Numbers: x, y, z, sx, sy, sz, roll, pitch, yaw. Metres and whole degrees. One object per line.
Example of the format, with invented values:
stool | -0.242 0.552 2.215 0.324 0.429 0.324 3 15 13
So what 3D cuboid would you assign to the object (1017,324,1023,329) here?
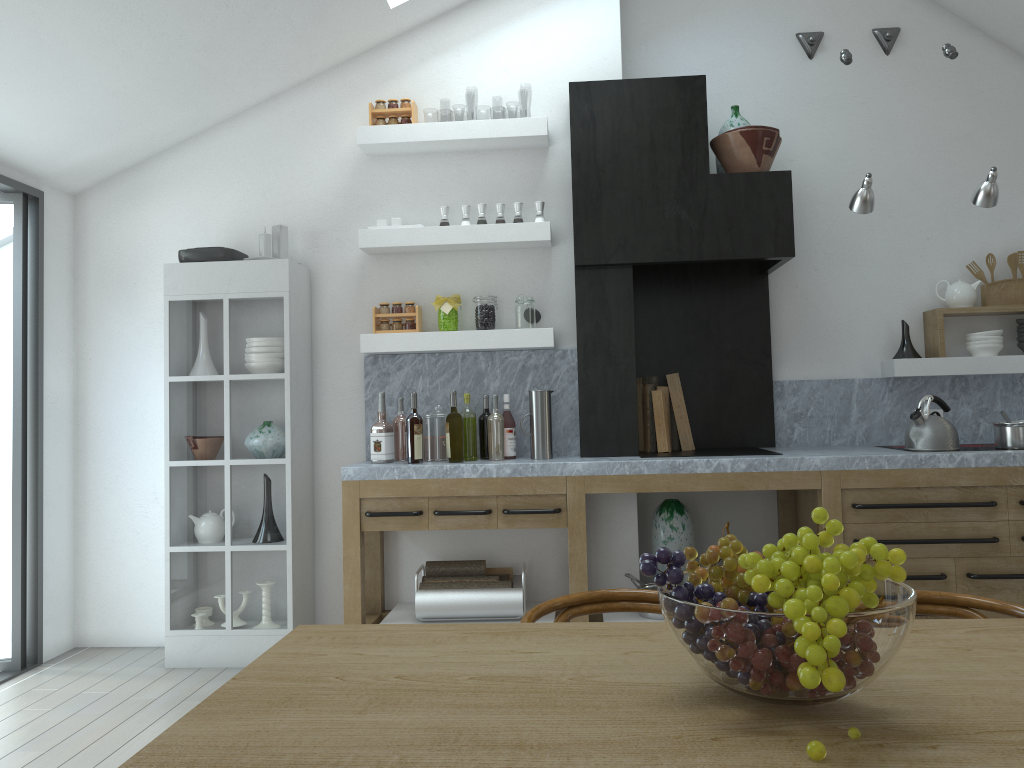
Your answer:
object | 2.844 -0.290 4.786 0.205 0.084 0.205 -3 -2 32

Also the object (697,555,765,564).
object | 1.188 1.012 4.800 0.455 0.197 0.268 -3 -2 39

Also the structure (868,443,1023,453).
structure | 2.245 0.334 4.379 0.737 0.041 0.646 -2 -1 4

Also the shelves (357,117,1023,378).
shelves | 1.985 -0.719 4.747 5.549 1.364 0.479 -2 -3 -1

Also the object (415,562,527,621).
object | -0.195 1.014 4.351 0.527 0.232 0.428 -2 -2 2

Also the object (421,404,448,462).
object | -0.370 0.247 4.502 0.184 0.287 0.183 -3 -3 28

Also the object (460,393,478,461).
object | -0.221 0.217 4.424 0.092 0.340 0.092 -3 -3 22

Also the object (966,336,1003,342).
object | 2.559 -0.222 4.800 0.181 0.069 0.181 -2 -2 22

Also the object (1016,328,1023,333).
object | 2.841 -0.265 4.781 0.205 0.072 0.205 -1 -2 -8

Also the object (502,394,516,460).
object | -0.023 0.217 4.488 0.081 0.330 0.081 -3 -4 31

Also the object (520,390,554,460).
object | 0.129 0.203 4.416 0.164 0.340 0.114 -2 -3 7

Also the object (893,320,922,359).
object | 2.157 -0.244 4.852 0.156 0.219 0.156 -1 -3 -14

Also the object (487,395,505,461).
object | -0.080 0.218 4.394 0.085 0.331 0.085 -2 -3 13

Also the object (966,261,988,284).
object | 2.599 -0.553 4.860 0.199 0.259 0.016 -2 -3 15

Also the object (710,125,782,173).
object | 1.199 -1.153 4.544 0.348 0.237 0.366 -2 -2 22

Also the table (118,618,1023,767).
table | 1.209 0.826 1.144 3.348 0.800 1.017 -2 -2 4

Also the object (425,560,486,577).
object | -0.276 0.923 4.373 0.292 0.102 0.104 -2 -2 2

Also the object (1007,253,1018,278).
object | 2.755 -0.574 4.851 0.061 0.300 0.040 -2 -3 2

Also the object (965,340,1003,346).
object | 2.557 -0.199 4.799 0.181 0.065 0.181 -3 -2 42

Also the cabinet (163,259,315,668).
cabinet | -1.388 0.386 4.538 0.642 1.993 0.360 -2 -3 4

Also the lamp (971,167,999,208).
lamp | 2.221 -0.907 4.130 0.112 0.176 0.168 -1 -2 -3

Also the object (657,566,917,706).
object | 0.396 0.374 1.290 0.360 0.160 0.359 -1 -2 -15

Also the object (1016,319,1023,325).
object | 2.842 -0.318 4.790 0.205 0.080 0.205 -2 -2 7

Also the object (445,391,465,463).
object | -0.280 0.212 4.321 0.092 0.359 0.092 1 -4 -42

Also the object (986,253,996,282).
object | 2.636 -0.572 4.861 0.055 0.300 0.027 -2 -3 4

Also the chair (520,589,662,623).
chair | 0.286 0.910 2.069 0.527 0.736 0.620 -2 -2 4

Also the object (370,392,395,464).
object | -0.649 0.220 4.430 0.088 0.360 0.085 -3 -3 26

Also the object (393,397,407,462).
object | -0.564 0.234 4.514 0.085 0.331 0.085 -2 -3 13

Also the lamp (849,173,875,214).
lamp | 1.645 -0.886 4.176 0.115 0.178 0.164 -3 -3 23

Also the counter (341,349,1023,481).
counter | 2.497 0.064 4.444 6.574 0.621 0.960 -2 -2 4

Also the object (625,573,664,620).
object | 0.699 1.030 4.296 0.223 0.164 0.378 -1 -2 -6

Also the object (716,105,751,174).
object | 1.237 -1.280 4.877 0.231 0.504 0.230 1 -4 -44

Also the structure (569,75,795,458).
structure | 0.871 -0.582 4.692 1.075 1.888 0.779 -2 -3 4

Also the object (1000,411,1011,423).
object | 2.444 0.214 4.330 0.051 0.167 0.235 -2 -2 0

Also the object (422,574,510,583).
object | -0.228 0.993 4.410 0.435 0.080 0.114 -2 -2 2

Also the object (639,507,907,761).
object | 0.378 0.311 1.269 0.292 0.285 0.393 0 -2 -32

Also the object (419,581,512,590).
object | -0.220 0.991 4.230 0.437 0.093 0.092 -2 -2 2

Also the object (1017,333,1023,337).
object | 2.841 -0.243 4.774 0.205 0.086 0.205 0 -2 -43

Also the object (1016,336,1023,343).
object | 2.839 -0.215 4.779 0.205 0.086 0.205 -3 -2 42

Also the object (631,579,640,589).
object | 0.659 1.000 4.194 0.190 0.152 0.051 -2 -3 4

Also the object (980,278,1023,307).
object | 2.755 -0.495 4.837 0.353 0.158 0.084 -2 -3 4

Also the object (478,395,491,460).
object | -0.128 0.220 4.511 0.085 0.331 0.085 -2 -3 13

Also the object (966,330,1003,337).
object | 2.560 -0.251 4.802 0.180 0.076 0.181 -3 -2 42

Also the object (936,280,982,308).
object | 2.446 -0.492 4.852 0.168 0.169 0.174 -1 -2 -12

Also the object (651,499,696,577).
object | 0.851 0.860 4.674 0.231 0.499 0.230 1 -4 -44

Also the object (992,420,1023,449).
object | 2.521 0.237 4.289 0.394 0.170 0.232 -1 -2 -16

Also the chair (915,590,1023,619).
chair | 1.004 0.888 1.956 0.527 0.736 0.620 -2 -2 1

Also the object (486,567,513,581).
object | -0.206 0.970 4.488 0.422 0.073 0.071 -2 -2 2

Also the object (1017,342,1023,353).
object | 2.841 -0.189 4.777 0.205 0.072 0.205 -1 -2 -8

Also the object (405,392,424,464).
object | -0.477 0.221 4.332 0.092 0.360 0.093 -4 -4 38

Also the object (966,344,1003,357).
object | 2.558 -0.176 4.798 0.181 0.064 0.181 -2 -2 27

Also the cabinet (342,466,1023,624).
cabinet | 2.444 0.885 4.382 6.427 1.024 1.002 -2 -2 4

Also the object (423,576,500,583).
object | -0.243 0.978 4.310 0.362 0.087 0.101 -2 -2 2

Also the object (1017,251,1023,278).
object | 2.787 -0.576 4.829 0.057 0.300 0.019 -2 -3 4

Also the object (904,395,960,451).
object | 2.041 0.186 4.323 0.246 0.268 0.246 -2 -2 14
